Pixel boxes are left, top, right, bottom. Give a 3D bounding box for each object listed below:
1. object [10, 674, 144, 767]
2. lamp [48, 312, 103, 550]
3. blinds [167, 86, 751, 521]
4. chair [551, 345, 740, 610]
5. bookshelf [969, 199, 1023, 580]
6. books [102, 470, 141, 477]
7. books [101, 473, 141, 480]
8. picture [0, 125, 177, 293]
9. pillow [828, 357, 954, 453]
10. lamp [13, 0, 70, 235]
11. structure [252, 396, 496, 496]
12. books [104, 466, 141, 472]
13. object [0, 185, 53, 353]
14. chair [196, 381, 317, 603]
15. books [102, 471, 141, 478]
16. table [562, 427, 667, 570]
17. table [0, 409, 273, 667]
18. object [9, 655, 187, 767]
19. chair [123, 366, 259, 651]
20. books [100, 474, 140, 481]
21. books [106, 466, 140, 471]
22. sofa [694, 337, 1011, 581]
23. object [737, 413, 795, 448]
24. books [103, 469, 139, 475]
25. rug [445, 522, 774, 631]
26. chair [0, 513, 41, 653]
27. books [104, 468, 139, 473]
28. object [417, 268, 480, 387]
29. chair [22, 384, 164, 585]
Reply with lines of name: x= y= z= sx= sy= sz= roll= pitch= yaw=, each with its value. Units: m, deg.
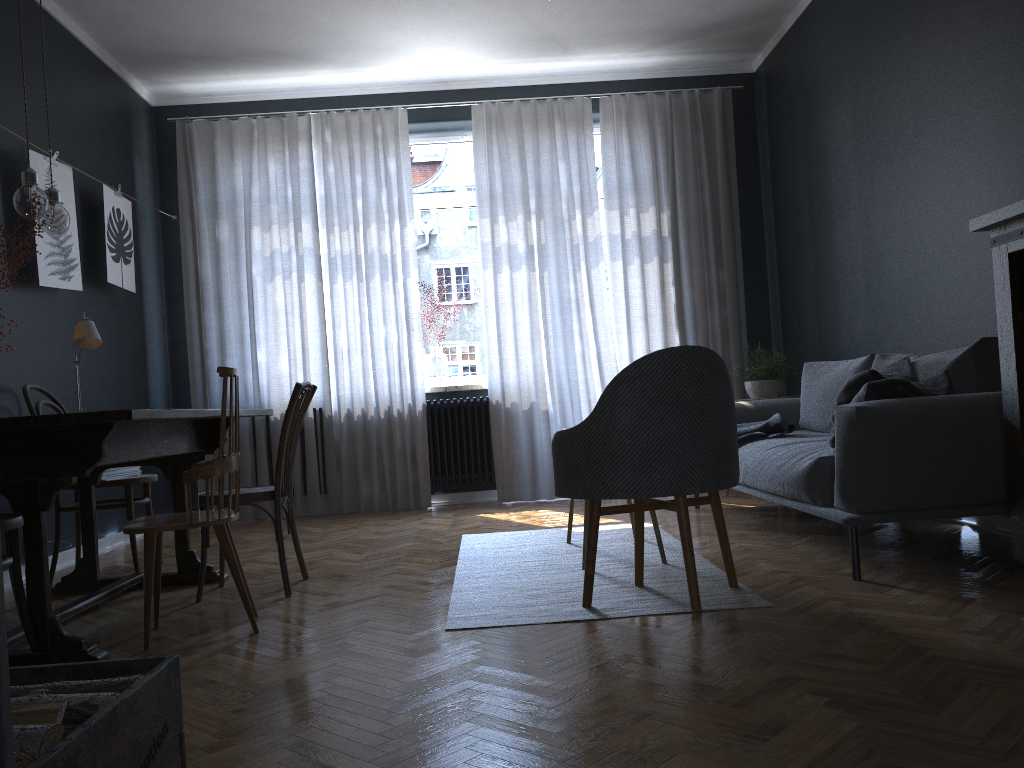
object: x=-0.676 y=0.495 z=1.041 sx=0.370 sy=0.247 sz=0.533 roll=-4 pitch=-1 yaw=-2
lamp: x=-1.991 y=0.241 z=4.050 sx=0.800 sy=1.069 sz=0.242 roll=-5 pitch=-1 yaw=43
blinds: x=-0.282 y=-0.563 z=6.200 sx=3.992 sy=2.788 sz=0.312 roll=-4 pitch=-1 yaw=-2
chair: x=0.491 y=0.297 z=2.901 sx=0.645 sy=0.811 sz=0.495 roll=-3 pitch=-1 yaw=-24
bookshelf: x=1.793 y=0.007 z=1.955 sx=0.451 sy=1.172 sz=1.919 roll=-4 pitch=-1 yaw=-2
books: x=-1.931 y=0.425 z=4.169 sx=0.219 sy=0.013 sz=0.305 roll=-4 pitch=-1 yaw=10
books: x=-1.931 y=0.440 z=4.168 sx=0.218 sy=0.007 sz=0.305 roll=-4 pitch=-1 yaw=10
picture: x=-2.286 y=-0.869 z=4.027 sx=0.058 sy=0.771 sz=4.458 roll=-4 pitch=-1 yaw=-2
pillow: x=1.453 y=0.074 z=3.451 sx=0.442 sy=0.362 sz=0.797 roll=-4 pitch=-1 yaw=16
lamp: x=-1.120 y=-1.403 z=3.026 sx=1.591 sy=1.574 sz=0.583 roll=-4 pitch=-1 yaw=29
structure: x=-0.911 y=0.438 z=6.232 sx=1.846 sy=0.600 sz=0.216 roll=-4 pitch=-1 yaw=-2
books: x=-1.938 y=0.409 z=4.179 sx=0.218 sy=0.006 sz=0.304 roll=-4 pitch=-1 yaw=10
object: x=-2.100 y=-0.301 z=3.392 sx=0.638 sy=0.930 sz=0.557 roll=-3 pitch=-1 yaw=-31
chair: x=-1.012 y=0.411 z=3.533 sx=0.467 sy=0.820 sz=0.363 roll=-4 pitch=-1 yaw=-2
books: x=-1.932 y=0.433 z=4.170 sx=0.218 sy=0.008 sz=0.304 roll=-4 pitch=-1 yaw=10
table: x=0.416 y=0.459 z=3.829 sx=0.339 sy=0.550 sz=0.788 roll=-4 pitch=-1 yaw=-2
table: x=-1.587 y=0.488 z=3.175 sx=1.126 sy=0.727 sz=1.605 roll=-4 pitch=-1 yaw=-2
object: x=-0.667 y=0.570 z=1.041 sx=0.383 sy=0.326 sz=0.552 roll=-4 pitch=-1 yaw=-2
chair: x=-1.048 y=0.384 z=2.878 sx=0.383 sy=0.856 sz=0.456 roll=-4 pitch=-1 yaw=-17
books: x=-1.931 y=0.448 z=4.170 sx=0.218 sy=0.008 sz=0.304 roll=-4 pitch=-1 yaw=5
books: x=-1.936 y=0.404 z=4.175 sx=0.218 sy=0.008 sz=0.288 roll=-4 pitch=-1 yaw=10
sofa: x=1.500 y=0.266 z=4.073 sx=0.970 sy=0.798 sz=2.341 roll=-4 pitch=-1 yaw=-2
object: x=1.179 y=0.326 z=4.640 sx=0.490 sy=0.329 sz=0.666 roll=-4 pitch=-1 yaw=3
books: x=-1.938 y=0.420 z=4.170 sx=0.218 sy=0.008 sz=0.288 roll=-4 pitch=-1 yaw=12
rug: x=0.267 y=0.740 z=3.686 sx=1.003 sy=0.013 sz=2.011 roll=-4 pitch=-1 yaw=-2
chair: x=-1.569 y=0.368 z=2.335 sx=0.438 sy=0.920 sz=0.549 roll=-4 pitch=-1 yaw=1
books: x=-1.939 y=0.414 z=4.170 sx=0.218 sy=0.008 sz=0.288 roll=-4 pitch=-1 yaw=12
object: x=-0.522 y=-0.387 z=6.280 sx=0.514 sy=0.809 sz=0.599 roll=-3 pitch=-1 yaw=-28
chair: x=-1.970 y=0.442 z=4.193 sx=0.549 sy=0.920 sz=0.438 roll=-4 pitch=-1 yaw=-4
